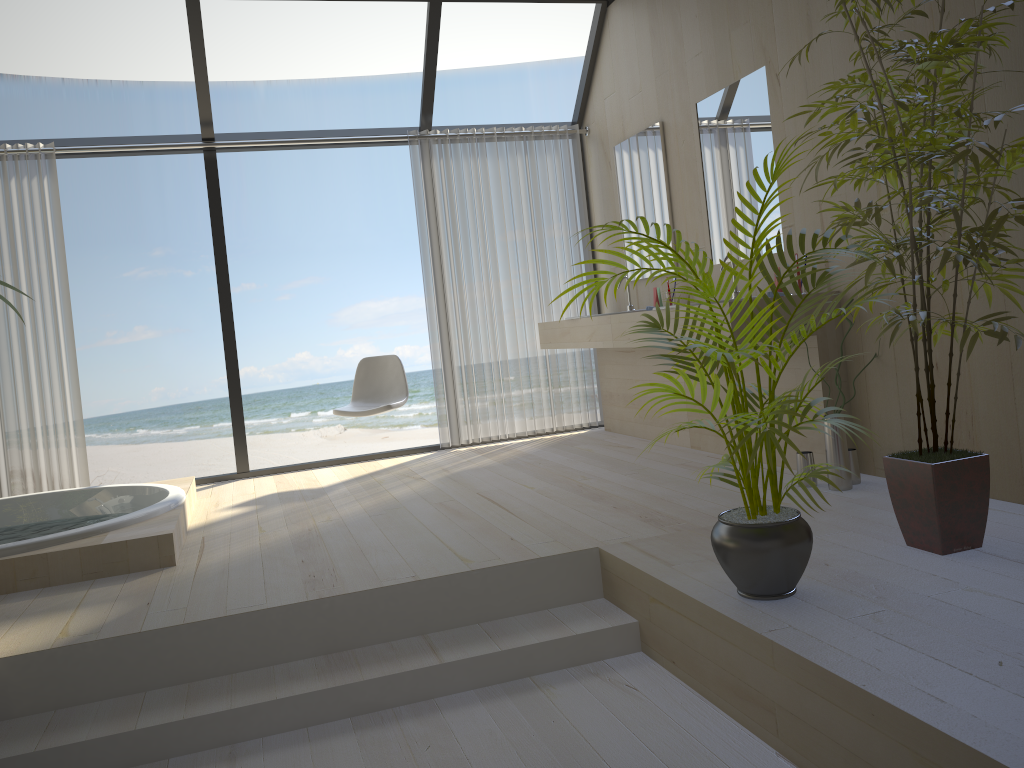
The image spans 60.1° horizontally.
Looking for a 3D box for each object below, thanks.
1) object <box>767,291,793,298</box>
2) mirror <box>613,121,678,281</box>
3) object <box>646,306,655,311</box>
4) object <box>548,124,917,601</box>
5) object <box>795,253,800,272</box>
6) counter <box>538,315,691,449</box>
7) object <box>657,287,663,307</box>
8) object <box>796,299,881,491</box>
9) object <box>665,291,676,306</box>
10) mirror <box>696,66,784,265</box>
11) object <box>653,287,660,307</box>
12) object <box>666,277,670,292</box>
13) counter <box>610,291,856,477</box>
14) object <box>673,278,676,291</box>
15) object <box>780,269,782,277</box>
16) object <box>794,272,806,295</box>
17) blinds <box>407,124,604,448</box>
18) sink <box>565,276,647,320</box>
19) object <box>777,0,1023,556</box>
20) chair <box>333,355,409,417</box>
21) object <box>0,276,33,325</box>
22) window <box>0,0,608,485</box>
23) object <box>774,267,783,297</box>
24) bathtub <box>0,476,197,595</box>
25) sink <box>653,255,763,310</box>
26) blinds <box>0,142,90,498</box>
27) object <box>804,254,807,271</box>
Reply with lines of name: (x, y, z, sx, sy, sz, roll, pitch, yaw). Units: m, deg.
object: (1.160, -0.393, 3.837, 0.104, 0.029, 0.033, -4, 3, 23)
mirror: (0.801, -1.081, 5.381, 0.023, 0.868, 0.653, -6, 1, -17)
object: (0.807, -0.430, 4.990, 0.104, 0.029, 0.033, -4, 3, 23)
object: (0.560, -0.026, 2.317, 0.914, 1.156, 0.753, -5, 1, 17)
object: (1.235, -0.474, 3.816, 0.012, 0.178, 0.050, -6, 0, 22)
counter: (0.651, -0.026, 5.394, 0.551, 0.790, 1.205, -6, 3, -17)
object: (0.860, -0.497, 5.175, 0.039, 0.135, 0.039, -6, 1, 32)
object: (1.330, 0.036, 3.569, 0.408, 0.749, 0.273, -6, 1, -29)
object: (0.897, -0.471, 4.996, 0.058, 0.100, 0.058, -6, 1, -10)
mirror: (1.130, -1.053, 4.398, 0.023, 0.868, 0.653, -6, 1, -17)
object: (0.825, -0.486, 5.067, 0.039, 0.135, 0.039, -6, 1, 32)
object: (0.882, -0.511, 4.969, 0.012, 0.178, 0.050, -6, 0, 22)
counter: (1.003, 0.011, 4.241, 0.551, 0.790, 1.205, -6, 3, -17)
object: (0.909, -0.514, 4.994, 0.054, 0.175, 0.012, -6, 0, 8)
object: (1.213, -0.460, 4.022, 0.038, 0.135, 0.039, -6, 1, 24)
object: (1.250, -0.434, 3.843, 0.058, 0.100, 0.058, -6, 1, -7)
blinds: (-0.014, -0.683, 5.929, 1.185, 2.070, 0.084, -6, 0, -17)
sink: (0.573, -0.432, 5.346, 0.504, 0.419, 0.574, -6, 3, -13)
object: (1.229, -0.401, 2.575, 0.786, 1.756, 0.937, -6, 1, 8)
chair: (-0.839, 0.013, 5.292, 0.368, 0.347, 0.455, -6, 2, 12)
object: (-1.524, 0.137, 1.767, 1.068, 1.345, 0.871, -7, 1, -28)
window: (-1.532, -0.827, 5.268, 4.568, 2.813, 0.744, -7, 1, -17)
object: (1.177, -0.449, 3.914, 0.038, 0.135, 0.039, -6, 1, 24)
bathtub: (-2.376, 0.713, 3.853, 1.824, 0.698, 1.647, -7, 3, -17)
sink: (0.925, -0.395, 4.193, 0.504, 0.419, 0.574, -6, 3, -13)
blinds: (-3.108, -0.301, 4.973, 1.185, 2.070, 0.084, -6, 0, -17)
object: (1.261, -0.477, 3.841, 0.054, 0.175, 0.012, -6, 0, 8)
